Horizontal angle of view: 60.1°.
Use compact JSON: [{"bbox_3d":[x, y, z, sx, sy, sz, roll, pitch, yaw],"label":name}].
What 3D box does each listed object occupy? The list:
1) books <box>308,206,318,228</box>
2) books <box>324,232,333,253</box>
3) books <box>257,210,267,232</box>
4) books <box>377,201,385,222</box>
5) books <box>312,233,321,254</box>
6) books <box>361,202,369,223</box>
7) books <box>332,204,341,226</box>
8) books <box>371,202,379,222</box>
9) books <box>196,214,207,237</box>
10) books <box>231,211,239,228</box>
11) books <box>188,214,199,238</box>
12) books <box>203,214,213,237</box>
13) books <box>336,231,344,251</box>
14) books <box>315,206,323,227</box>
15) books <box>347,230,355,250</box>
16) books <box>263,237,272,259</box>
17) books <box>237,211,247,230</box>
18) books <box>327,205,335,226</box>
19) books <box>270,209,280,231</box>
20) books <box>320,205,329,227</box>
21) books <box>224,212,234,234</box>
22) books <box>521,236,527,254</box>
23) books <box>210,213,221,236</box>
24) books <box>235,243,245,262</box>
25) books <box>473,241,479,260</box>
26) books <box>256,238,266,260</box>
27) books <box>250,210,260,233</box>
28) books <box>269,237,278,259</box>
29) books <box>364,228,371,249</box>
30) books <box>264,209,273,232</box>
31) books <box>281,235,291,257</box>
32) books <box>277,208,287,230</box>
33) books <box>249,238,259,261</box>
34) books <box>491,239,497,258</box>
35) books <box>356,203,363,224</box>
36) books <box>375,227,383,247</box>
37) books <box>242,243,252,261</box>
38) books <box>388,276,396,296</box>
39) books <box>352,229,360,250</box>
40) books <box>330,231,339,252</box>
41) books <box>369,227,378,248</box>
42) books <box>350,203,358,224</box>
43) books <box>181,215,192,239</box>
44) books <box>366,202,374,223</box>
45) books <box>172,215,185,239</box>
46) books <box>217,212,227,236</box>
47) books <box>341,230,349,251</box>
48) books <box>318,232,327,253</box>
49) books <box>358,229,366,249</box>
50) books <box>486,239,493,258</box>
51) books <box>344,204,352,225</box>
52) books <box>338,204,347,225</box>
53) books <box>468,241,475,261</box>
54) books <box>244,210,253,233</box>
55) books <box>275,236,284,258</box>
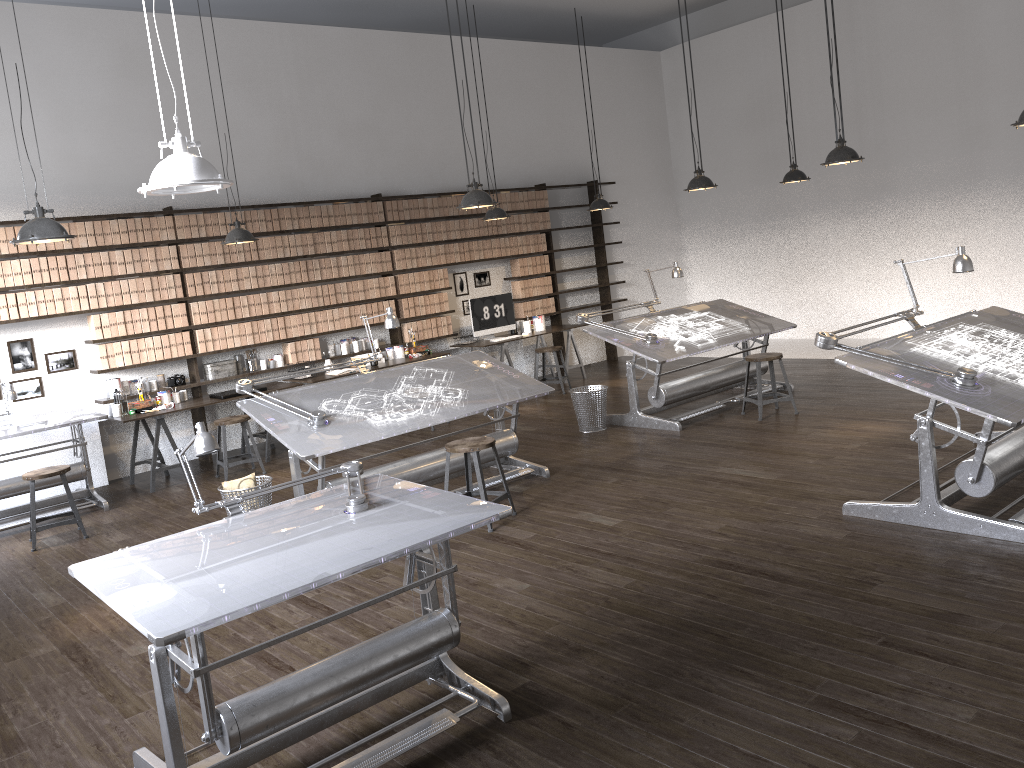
[{"bbox_3d":[-2.126,-1.746,9.305,0.067,0.224,0.174,-12,8,-39],"label":"books"},{"bbox_3d":[-1.991,-1.498,9.414,0.067,0.224,0.174,-12,8,-39],"label":"books"},{"bbox_3d":[-2.557,-1.637,8.939,0.067,0.224,0.174,-12,8,-39],"label":"books"},{"bbox_3d":[-1.499,-1.903,9.832,0.067,0.224,0.174,-12,8,-39],"label":"books"},{"bbox_3d":[-2.100,-1.472,9.329,0.067,0.224,0.174,-12,8,-39],"label":"books"},{"bbox_3d":[-1.656,-1.863,9.697,0.067,0.224,0.174,-12,8,-39],"label":"books"},{"bbox_3d":[-1.919,-1.798,9.484,0.067,0.224,0.174,-12,8,-39],"label":"books"},{"bbox_3d":[-1.555,-1.889,9.790,0.067,0.224,0.174,-12,8,-39],"label":"books"},{"bbox_3d":[-3.027,-1.519,8.544,0.067,0.224,0.174,-12,8,-39],"label":"books"},{"bbox_3d":[-2.767,-1.585,8.765,0.067,0.224,0.174,-12,8,-39],"label":"books"},{"bbox_3d":[-3.079,-1.506,8.495,0.067,0.224,0.174,-12,8,-39],"label":"books"},{"bbox_3d":[-2.977,-1.533,8.591,0.067,0.224,0.174,-12,8,-39],"label":"books"},{"bbox_3d":[-1.891,-1.524,9.503,0.067,0.224,0.174,-12,8,-39],"label":"books"},{"bbox_3d":[-2.076,-1.757,9.342,0.067,0.224,0.174,-12,8,-39],"label":"books"},{"bbox_3d":[-1.790,-1.549,9.590,0.067,0.224,0.174,-12,8,-39],"label":"books"},{"bbox_3d":[-2.517,-1.367,8.974,0.067,0.224,0.174,-12,8,-39],"label":"books"},{"bbox_3d":[-2.714,-1.597,8.804,0.067,0.224,0.174,-12,8,-39],"label":"books"},{"bbox_3d":[-1.969,-1.785,9.437,0.067,0.224,0.174,-12,8,-39],"label":"books"},{"bbox_3d":[-2.446,-1.665,9.031,0.067,0.224,0.174,-12,8,-39],"label":"books"},{"bbox_3d":[-2.021,-1.771,9.388,0.067,0.224,0.174,-12,8,-39],"label":"books"},{"bbox_3d":[-2.814,-1.573,8.724,0.067,0.224,0.174,-12,8,-39],"label":"books"},{"bbox_3d":[0.101,-1.751,11.181,0.067,0.224,0.174,-12,8,-39],"label":"books"},{"bbox_3d":[-2.923,-1.546,8.634,0.067,0.224,0.174,-12,8,-39],"label":"books"},{"bbox_3d":[-2.731,-1.313,8.790,0.067,0.224,0.174,-12,8,-39],"label":"books"},{"bbox_3d":[-0.483,-1.604,10.683,0.067,0.224,0.174,-12,8,-39],"label":"books"},{"bbox_3d":[-2.568,-1.354,8.934,0.067,0.224,0.174,-12,8,-39],"label":"books"},{"bbox_3d":[-2.613,-1.624,8.897,0.067,0.224,0.174,-12,8,-39],"label":"books"},{"bbox_3d":[-2.466,-1.378,9.011,0.067,0.224,0.174,-12,8,-39],"label":"books"},{"bbox_3d":[-1.630,-1.590,9.726,0.067,0.224,0.174,-12,8,-39],"label":"books"},{"bbox_3d":[-2.507,-1.651,8.987,0.067,0.224,0.174,-12,8,-39],"label":"books"},{"bbox_3d":[-2.359,-1.406,9.106,0.067,0.224,0.174,-12,8,-39],"label":"books"},{"bbox_3d":[-2.394,-1.679,9.082,0.067,0.224,0.174,-12,8,-39],"label":"books"},{"bbox_3d":[-2.620,-1.340,8.883,0.067,0.224,0.174,-12,8,-39],"label":"books"},{"bbox_3d":[-0.269,-1.658,10.869,0.067,0.224,0.174,-12,8,-39],"label":"books"},{"bbox_3d":[-1.709,-1.850,9.658,0.067,0.224,0.174,-12,8,-39],"label":"books"},{"bbox_3d":[-1.517,-1.618,9.821,0.067,0.224,0.174,-12,8,-39],"label":"books"},{"bbox_3d":[-2.680,-1.326,8.839,0.067,0.224,0.174,-12,8,-39],"label":"books"},{"bbox_3d":[-1.382,-1.091,9.924,0.067,0.224,0.174,-12,8,-39],"label":"books"},{"bbox_3d":[-1.737,-1.563,9.635,0.067,0.224,0.174,-12,8,-39],"label":"books"},{"bbox_3d":[-1.937,-1.512,9.462,0.067,0.224,0.174,-12,8,-39],"label":"books"},{"bbox_3d":[-1.570,-1.604,9.769,0.067,0.224,0.174,-12,8,-39],"label":"books"},{"bbox_3d":[-1.756,-1.838,9.617,0.067,0.224,0.174,-12,8,-39],"label":"books"},{"bbox_3d":[-3.134,-1.492,8.449,0.067,0.224,0.174,-12,8,-39],"label":"books"},{"bbox_3d":[-1.609,-1.876,9.744,0.067,0.224,0.174,-12,8,-39],"label":"books"},{"bbox_3d":[-3.185,-1.480,8.412,0.067,0.224,0.174,-12,8,-39],"label":"books"},{"bbox_3d":[-2.867,-1.559,8.676,0.067,0.224,0.174,-12,8,-39],"label":"books"},{"bbox_3d":[-1.837,-1.536,9.542,0.067,0.224,0.174,-12,8,-39],"label":"books"},{"bbox_3d":[-2.046,-1.485,9.373,0.067,0.224,0.174,-12,8,-39],"label":"books"},{"bbox_3d":[-1.681,-1.576,9.677,0.067,0.224,0.174,-12,8,-39],"label":"books"},{"bbox_3d":[-0.326,-1.644,10.822,0.067,0.224,0.174,-12,8,-39],"label":"books"},{"bbox_3d":[-1.809,-1.825,9.569,0.067,0.224,0.174,-12,8,-39],"label":"books"},{"bbox_3d":[-1.865,-1.811,9.527,0.067,0.224,0.174,-12,8,-39],"label":"books"},{"bbox_3d":[-0.537,-1.592,10.647,0.067,0.224,0.174,-12,8,-39],"label":"books"},{"bbox_3d":[-2.667,-1.610,8.851,0.067,0.224,0.174,-12,8,-39],"label":"books"},{"bbox_3d":[-2.412,-1.392,9.057,0.067,0.224,0.174,-12,8,-39],"label":"books"}]
